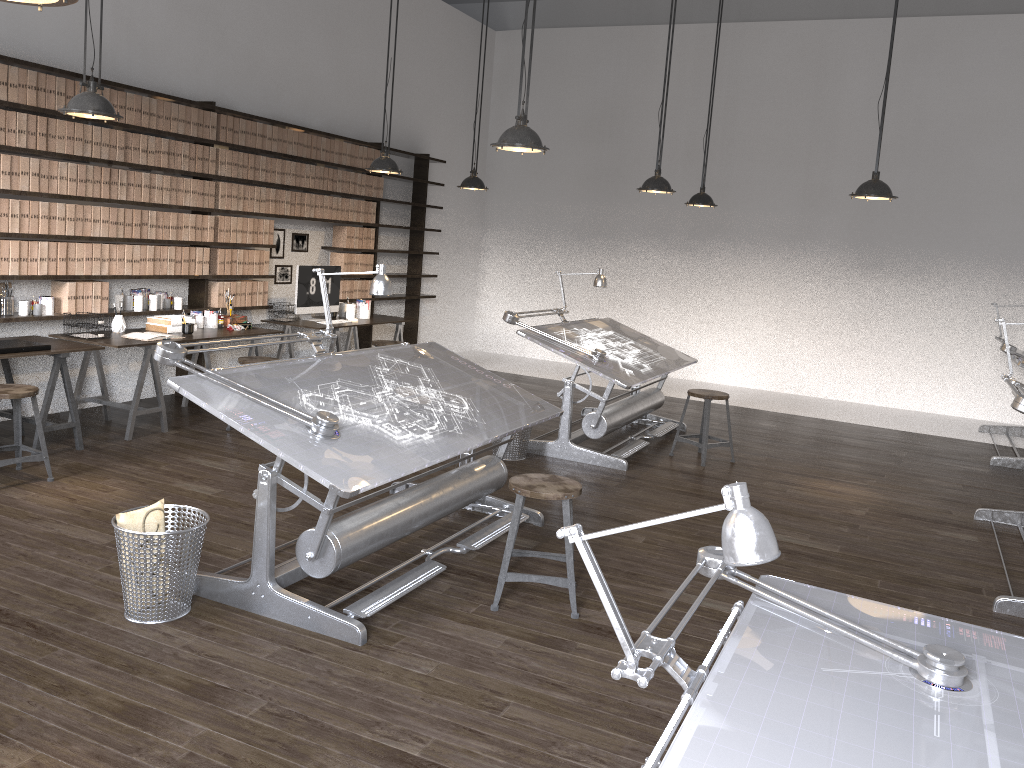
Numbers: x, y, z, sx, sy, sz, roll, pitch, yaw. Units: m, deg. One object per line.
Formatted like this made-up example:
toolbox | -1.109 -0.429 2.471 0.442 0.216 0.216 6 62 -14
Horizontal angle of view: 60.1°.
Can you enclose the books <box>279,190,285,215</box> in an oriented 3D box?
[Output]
books | -2.159 -1.658 8.073 0.175 0.224 0.067 8 7 24

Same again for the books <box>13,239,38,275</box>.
books | -3.243 -0.843 5.892 0.175 0.224 0.067 8 7 24

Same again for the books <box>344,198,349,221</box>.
books | -1.742 -1.769 8.970 0.175 0.224 0.067 8 7 24

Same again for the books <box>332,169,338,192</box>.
books | -1.816 -2.009 8.739 0.175 0.224 0.067 8 7 24

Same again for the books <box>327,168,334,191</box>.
books | -1.843 -2.000 8.669 0.175 0.224 0.067 8 7 24

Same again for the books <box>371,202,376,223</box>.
books | -1.536 -1.822 9.404 0.175 0.224 0.067 8 7 24

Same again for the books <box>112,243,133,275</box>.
books | -2.913 -0.929 6.591 0.175 0.224 0.067 8 7 24

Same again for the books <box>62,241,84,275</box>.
books | -3.091 -0.882 6.214 0.175 0.224 0.067 8 7 24

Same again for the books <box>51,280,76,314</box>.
books | -3.134 -0.605 6.186 0.175 0.224 0.067 8 7 24

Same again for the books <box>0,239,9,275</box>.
books | -3.328 -0.820 5.706 0.175 0.224 0.067 8 7 24

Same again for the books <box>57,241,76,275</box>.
books | -3.121 -0.875 6.155 0.175 0.224 0.067 8 7 24

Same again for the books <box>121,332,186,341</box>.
books | -2.560 -0.345 6.321 0.257 0.029 0.356 9 10 24

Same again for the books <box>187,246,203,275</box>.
books | -2.615 -1.008 7.231 0.175 0.224 0.067 8 7 24

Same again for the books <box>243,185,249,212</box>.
books | -2.362 -1.605 7.639 0.175 0.224 0.067 8 7 24

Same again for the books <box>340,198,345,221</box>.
books | -1.773 -1.762 8.908 0.175 0.224 0.067 8 7 24

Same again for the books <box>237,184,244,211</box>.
books | -2.388 -1.597 7.574 0.175 0.224 0.067 8 7 24

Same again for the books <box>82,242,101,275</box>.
books | -3.030 -0.897 6.335 0.175 0.224 0.067 8 7 24

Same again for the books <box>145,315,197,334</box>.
books | -2.549 -0.469 6.748 0.386 0.147 0.295 8 9 24

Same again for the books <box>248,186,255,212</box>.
books | -2.331 -1.612 7.701 0.175 0.224 0.067 8 7 24

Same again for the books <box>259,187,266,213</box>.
books | -2.269 -1.628 7.830 0.175 0.224 0.067 8 7 24

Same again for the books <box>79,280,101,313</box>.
books | -3.048 -0.629 6.376 0.175 0.224 0.067 8 7 24

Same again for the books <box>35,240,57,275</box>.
books | -3.183 -0.859 6.021 0.175 0.224 0.067 8 7 24

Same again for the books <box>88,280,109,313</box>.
books | -3.022 -0.637 6.443 0.175 0.224 0.067 8 7 24

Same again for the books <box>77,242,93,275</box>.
books | -3.060 -0.889 6.269 0.175 0.224 0.067 8 7 24

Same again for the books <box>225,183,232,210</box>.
books | -2.446 -1.580 7.442 0.175 0.224 0.067 8 7 24

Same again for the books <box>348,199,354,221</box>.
books | -1.709 -1.776 9.032 0.175 0.224 0.067 8 7 24

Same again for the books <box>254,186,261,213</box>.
books | -2.298 -1.620 7.763 0.175 0.224 0.067 8 7 24

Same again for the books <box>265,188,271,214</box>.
books | -2.244 -1.635 7.887 0.175 0.224 0.067 8 7 24

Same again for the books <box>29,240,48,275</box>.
books | -3.209 -0.850 5.954 0.175 0.224 0.067 8 7 24

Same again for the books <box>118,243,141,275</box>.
books | -2.884 -0.937 6.657 0.175 0.224 0.067 8 7 24

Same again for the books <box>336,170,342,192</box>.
books | -1.782 -2.017 8.802 0.175 0.224 0.067 8 7 24

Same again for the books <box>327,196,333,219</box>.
books | -1.856 -1.737 8.710 0.175 0.224 0.067 8 7 24

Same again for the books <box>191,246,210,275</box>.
books | -2.584 -1.017 7.302 0.175 0.224 0.067 8 7 24

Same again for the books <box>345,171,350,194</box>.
books | -1.726 -2.033 8.932 0.175 0.224 0.067 8 7 24

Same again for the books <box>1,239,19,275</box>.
books | -3.295 -0.826 5.764 0.175 0.224 0.067 8 7 24

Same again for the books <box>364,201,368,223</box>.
books | -1.600 -1.807 9.278 0.175 0.224 0.067 8 7 24

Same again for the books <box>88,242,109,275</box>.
books | -3.003 -0.905 6.402 0.175 0.224 0.067 8 7 24

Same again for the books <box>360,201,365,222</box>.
books | -1.623 -1.799 9.214 0.175 0.224 0.067 8 7 24

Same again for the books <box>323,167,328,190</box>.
books | -1.879 -1.993 8.604 0.175 0.224 0.067 8 7 24

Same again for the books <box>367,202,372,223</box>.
books | -1.570 -1.815 9.342 0.175 0.224 0.067 8 7 24

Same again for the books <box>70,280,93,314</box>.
books | -3.081 -0.621 6.314 0.175 0.224 0.067 8 7 24

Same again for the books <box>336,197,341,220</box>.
books | -1.799 -1.753 8.843 0.175 0.224 0.067 8 7 24

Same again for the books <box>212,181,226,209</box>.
books | -2.476 -1.573 7.386 0.175 0.224 0.067 8 7 24

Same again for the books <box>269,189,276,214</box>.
books | -2.212 -1.642 7.946 0.175 0.224 0.067 8 7 24

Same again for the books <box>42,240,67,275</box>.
books | -3.147 -0.866 6.086 0.175 0.224 0.067 8 7 24

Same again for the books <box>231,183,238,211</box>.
books | -2.415 -1.588 7.507 0.175 0.224 0.067 8 7 24

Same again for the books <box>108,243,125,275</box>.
books | -2.946 -0.921 6.529 0.175 0.224 0.067 8 7 24

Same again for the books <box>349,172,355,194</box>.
books | -1.693 -2.040 8.990 0.175 0.224 0.067 8 7 24

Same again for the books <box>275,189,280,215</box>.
books | -2.189 -1.651 8.009 0.175 0.224 0.067 8 7 24

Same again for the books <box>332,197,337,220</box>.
books | -1.826 -1.745 8.776 0.175 0.224 0.067 8 7 24

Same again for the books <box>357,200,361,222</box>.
books | -1.655 -1.792 9.156 0.175 0.224 0.067 8 7 24

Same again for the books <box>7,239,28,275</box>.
books | -3.272 -0.835 5.828 0.175 0.224 0.067 8 7 24

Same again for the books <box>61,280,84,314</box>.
books | -3.111 -0.613 6.250 0.175 0.224 0.067 8 7 24

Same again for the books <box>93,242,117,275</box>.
books | -2.977 -0.914 6.466 0.175 0.224 0.067 8 7 24
